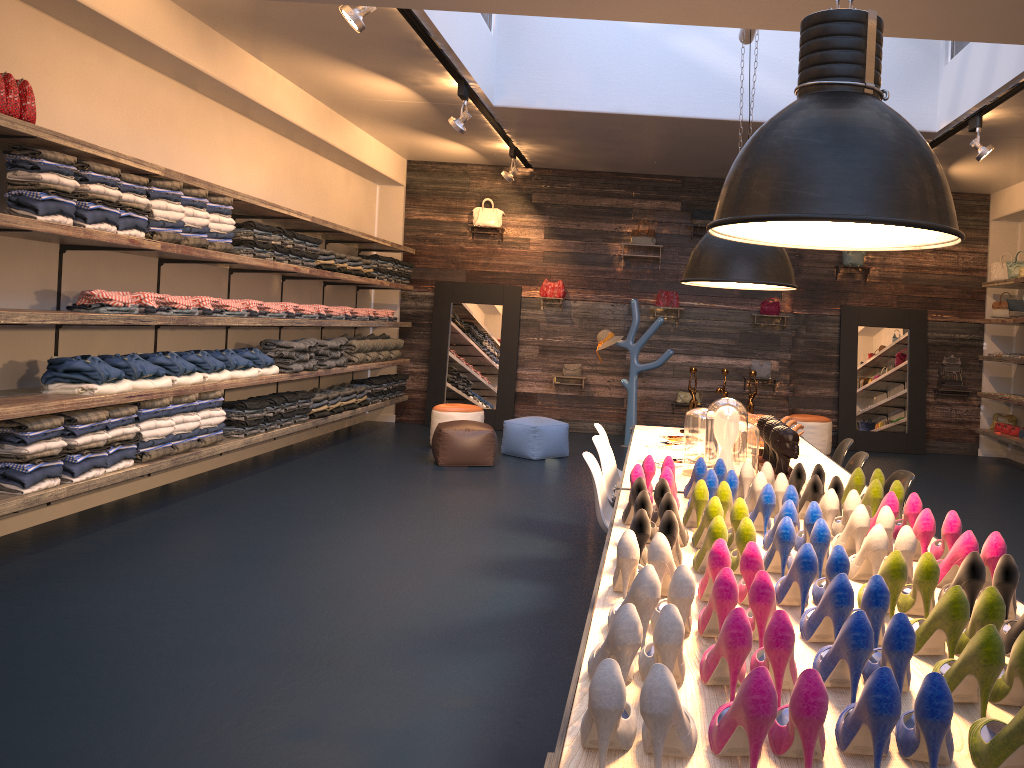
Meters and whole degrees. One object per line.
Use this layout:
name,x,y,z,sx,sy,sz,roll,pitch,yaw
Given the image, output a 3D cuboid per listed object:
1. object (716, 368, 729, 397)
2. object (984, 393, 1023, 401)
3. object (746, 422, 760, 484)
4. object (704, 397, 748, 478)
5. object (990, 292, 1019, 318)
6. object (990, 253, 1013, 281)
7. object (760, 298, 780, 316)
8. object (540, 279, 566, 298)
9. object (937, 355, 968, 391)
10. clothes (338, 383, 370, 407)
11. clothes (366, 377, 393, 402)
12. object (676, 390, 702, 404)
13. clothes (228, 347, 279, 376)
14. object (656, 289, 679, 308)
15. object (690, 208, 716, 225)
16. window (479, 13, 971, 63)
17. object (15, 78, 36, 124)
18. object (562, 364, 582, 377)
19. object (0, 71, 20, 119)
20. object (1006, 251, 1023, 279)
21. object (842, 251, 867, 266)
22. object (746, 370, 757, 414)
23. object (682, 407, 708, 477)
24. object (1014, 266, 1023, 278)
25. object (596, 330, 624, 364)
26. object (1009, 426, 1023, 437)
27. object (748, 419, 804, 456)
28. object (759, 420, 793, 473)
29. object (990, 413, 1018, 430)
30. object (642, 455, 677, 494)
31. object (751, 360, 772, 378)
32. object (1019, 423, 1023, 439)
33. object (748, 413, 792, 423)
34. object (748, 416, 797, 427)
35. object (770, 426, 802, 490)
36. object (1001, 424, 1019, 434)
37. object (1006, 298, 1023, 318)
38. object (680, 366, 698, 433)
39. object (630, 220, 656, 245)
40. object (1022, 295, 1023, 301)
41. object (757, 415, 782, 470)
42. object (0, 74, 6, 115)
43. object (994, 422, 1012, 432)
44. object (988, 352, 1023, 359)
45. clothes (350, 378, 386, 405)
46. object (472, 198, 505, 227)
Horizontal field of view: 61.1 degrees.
object,1.459,0.120,6.062,0.151,0.468,0.128,3,0,-42
object,6.129,0.180,10.381,0.348,0.024,1.897,4,4,9
object,1.115,0.324,4.220,0.179,0.289,0.170,3,1,-7
object,0.996,0.268,4.041,0.207,0.412,0.197,3,1,-7
object,6.304,-1.011,11.104,0.178,0.335,0.324,3,2,-40
object,6.396,-1.502,11.213,0.398,0.386,0.205,4,1,27
object,3.431,-1.033,11.541,0.248,0.243,0.218,3,2,0
object,0.545,-1.265,11.533,0.326,0.254,0.142,4,1,13
object,5.863,-0.161,11.555,0.356,0.461,0.235,3,1,3
clothes,-1.830,0.121,9.759,0.415,0.251,0.348,3,3,2
clothes,-1.647,0.057,10.470,0.373,0.299,0.315,3,2,-7
object,2.359,0.174,11.487,0.385,0.174,0.218,2,3,-20
clothes,-2.253,-0.193,7.371,0.421,0.240,0.433,4,3,5
object,2.074,-1.127,11.515,0.330,0.255,0.134,3,1,-11
object,2.560,-2.213,11.522,0.424,0.232,0.175,3,1,-5
window,1.071,-3.102,2.688,4.431,0.651,11.456,4,4,8
object,-2.614,-1.451,4.405,0.322,0.245,0.140,3,1,-4
object,0.799,-0.187,11.514,0.284,0.175,0.098,2,1,-20
object,-2.635,-1.445,4.302,0.316,0.245,0.143,3,1,3
object,6.282,-1.462,10.723,0.191,0.367,0.338,3,2,-41
object,4.539,-1.739,11.524,0.379,0.367,0.170,3,1,-11
object,1.684,0.133,6.064,0.147,0.468,0.132,3,0,-19
object,0.942,0.284,4.309,0.175,0.336,0.196,4,1,23
object,6.196,-1.345,10.431,0.248,0.174,0.337,2,4,-31
object,1.217,-0.452,10.791,0.335,0.441,0.357,3,2,2
object,6.228,0.588,10.668,0.203,0.118,0.097,6,3,40
object,1.539,0.323,5.162,0.461,0.203,0.212,2,2,-17
object,1.341,0.327,4.393,0.153,0.285,0.155,3,1,4
object,6.408,0.496,11.292,0.340,0.234,0.216,5,3,38
object,0.607,0.384,3.665,0.203,0.195,0.241,3,2,0
object,3.317,-0.199,11.533,0.262,0.230,0.082,4,1,19
object,6.202,0.526,10.432,0.186,0.279,0.063,4,1,36
object,1.628,0.290,5.684,0.454,0.203,0.215,3,2,-12
object,1.581,0.307,5.413,0.461,0.203,0.212,2,2,-17
object,1.298,0.343,4.134,0.153,0.285,0.155,3,1,4
object,6.242,0.573,10.879,0.203,0.118,0.097,6,3,39
object,6.217,-0.924,10.561,0.383,0.231,0.193,6,3,44
object,1.251,0.108,6.063,0.134,0.468,0.145,3,0,16
object,1.746,-2.007,11.528,0.340,0.335,0.170,4,1,13
object,6.079,-0.962,10.025,0.191,0.367,0.338,3,2,-41
object,1.383,0.311,4.643,0.153,0.285,0.155,3,1,4
object,-2.650,-1.439,4.204,0.319,0.245,0.142,3,1,0
object,6.278,0.560,11.093,0.203,0.118,0.097,6,3,39
object,6.255,-0.331,10.516,0.475,0.060,1.540,4,4,8
clothes,-1.691,0.079,10.142,0.365,0.299,0.332,4,2,7
object,-0.312,-2.269,11.524,0.438,0.386,0.187,3,1,-11
